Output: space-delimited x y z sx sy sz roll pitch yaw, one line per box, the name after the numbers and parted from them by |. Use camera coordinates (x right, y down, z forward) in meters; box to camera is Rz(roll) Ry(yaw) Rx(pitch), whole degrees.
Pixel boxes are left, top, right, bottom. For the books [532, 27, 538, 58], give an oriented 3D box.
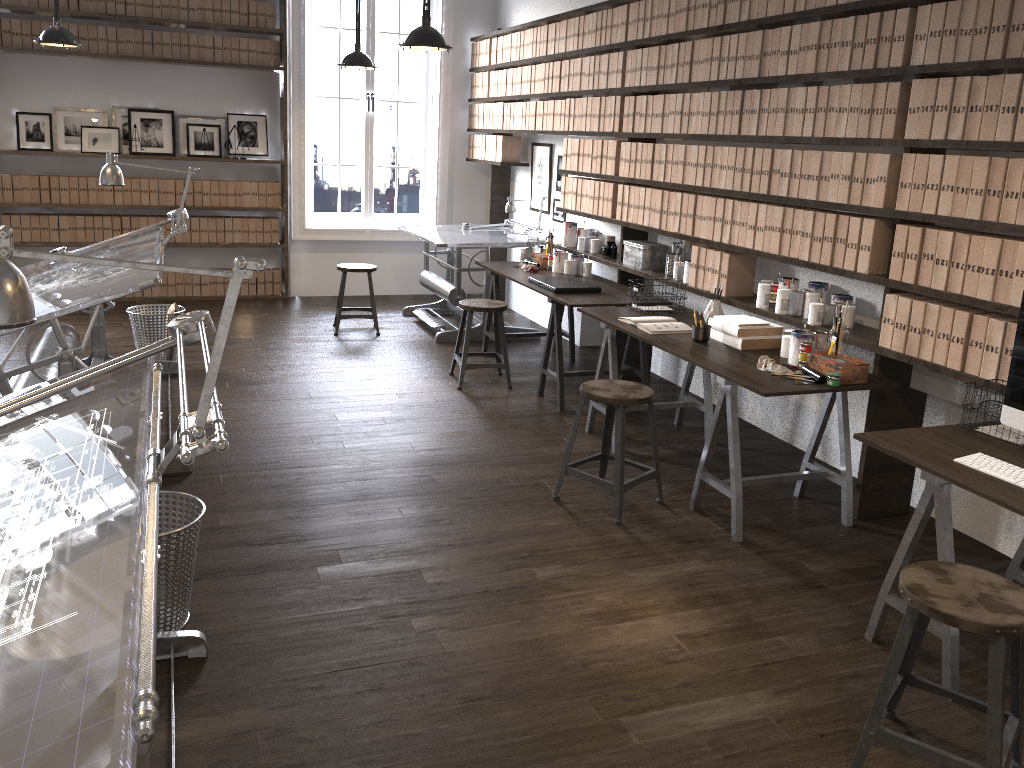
0.256 -2.641 6.871 0.174 0.223 0.067 -3 14 -21 | books

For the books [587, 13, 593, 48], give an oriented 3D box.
0.603 -2.379 5.991 0.174 0.223 0.067 -3 14 -21 | books

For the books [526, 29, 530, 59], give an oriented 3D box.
0.208 -2.680 7.004 0.174 0.223 0.067 -3 14 -21 | books

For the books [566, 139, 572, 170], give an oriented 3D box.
0.488 -1.644 6.363 0.174 0.223 0.067 -3 14 -21 | books

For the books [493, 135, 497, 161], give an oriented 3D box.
-0.073 -2.068 7.792 0.174 0.223 0.067 -3 14 -21 | books

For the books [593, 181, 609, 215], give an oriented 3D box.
0.646 -1.251 5.975 0.174 0.223 0.067 -3 14 -21 | books

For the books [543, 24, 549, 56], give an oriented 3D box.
0.329 -2.586 6.687 0.174 0.223 0.067 -3 14 -21 | books

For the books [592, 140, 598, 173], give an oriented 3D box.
0.637 -1.534 5.992 0.174 0.223 0.067 -3 14 -21 | books

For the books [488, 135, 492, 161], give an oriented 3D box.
-0.116 -2.103 7.911 0.174 0.223 0.067 -3 14 -21 | books

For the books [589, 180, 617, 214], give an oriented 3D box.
0.621 -1.271 6.040 0.174 0.223 0.067 -3 14 -21 | books

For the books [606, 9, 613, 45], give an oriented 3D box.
0.705 -2.303 5.735 0.174 0.223 0.067 -3 14 -21 | books

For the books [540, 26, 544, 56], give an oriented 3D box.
0.308 -2.606 6.757 0.174 0.223 0.067 -3 14 -21 | books

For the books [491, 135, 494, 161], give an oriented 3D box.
-0.092 -2.087 7.854 0.174 0.223 0.067 -3 14 -21 | books

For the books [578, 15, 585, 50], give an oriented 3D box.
0.556 -2.417 6.119 0.174 0.223 0.067 -3 14 -21 | books

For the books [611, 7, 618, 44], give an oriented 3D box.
0.732 -2.285 5.672 0.174 0.223 0.067 -3 14 -21 | books

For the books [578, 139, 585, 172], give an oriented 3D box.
0.561 -1.591 6.185 0.174 0.223 0.067 -3 14 -21 | books

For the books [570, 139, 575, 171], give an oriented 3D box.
0.512 -1.628 6.307 0.174 0.223 0.067 -3 14 -21 | books

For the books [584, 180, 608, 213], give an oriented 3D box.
0.598 -1.290 6.108 0.174 0.223 0.067 -3 14 -21 | books

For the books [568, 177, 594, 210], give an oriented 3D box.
0.498 -1.366 6.364 0.174 0.223 0.067 -3 14 -21 | books

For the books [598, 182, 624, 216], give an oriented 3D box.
0.673 -1.234 5.919 0.174 0.223 0.067 -3 14 -21 | books

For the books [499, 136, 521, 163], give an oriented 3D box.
-0.018 -2.031 7.667 0.174 0.223 0.067 -3 14 -21 | books

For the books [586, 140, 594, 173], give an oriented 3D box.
0.607 -1.553 6.055 0.174 0.223 0.067 -3 14 -21 | books

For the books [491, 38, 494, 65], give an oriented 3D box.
-0.087 -2.907 7.769 0.174 0.223 0.067 -3 14 -21 | books

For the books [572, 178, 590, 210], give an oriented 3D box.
0.522 -1.347 6.297 0.174 0.223 0.067 -3 14 -21 | books

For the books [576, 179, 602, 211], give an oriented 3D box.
0.550 -1.328 6.235 0.174 0.223 0.067 -3 14 -21 | books

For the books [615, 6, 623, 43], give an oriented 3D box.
0.753 -2.266 5.608 0.174 0.223 0.067 -3 14 -21 | books

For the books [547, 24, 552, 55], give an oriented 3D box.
0.361 -2.566 6.621 0.174 0.223 0.067 -3 14 -21 | books

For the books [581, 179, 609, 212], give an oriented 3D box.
0.577 -1.309 6.172 0.174 0.223 0.067 -3 14 -21 | books

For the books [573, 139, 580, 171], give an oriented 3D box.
0.532 -1.609 6.244 0.174 0.223 0.067 -3 14 -21 | books

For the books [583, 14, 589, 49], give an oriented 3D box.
0.582 -2.398 6.056 0.174 0.223 0.067 -3 14 -21 | books

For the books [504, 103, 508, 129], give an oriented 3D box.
0.025 -2.267 7.525 0.174 0.223 0.067 -3 14 -21 | books

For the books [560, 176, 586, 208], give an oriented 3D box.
0.449 -1.401 6.481 0.174 0.223 0.067 -3 14 -21 | books

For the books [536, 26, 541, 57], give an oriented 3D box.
0.283 -2.624 6.815 0.174 0.223 0.067 -3 14 -21 | books

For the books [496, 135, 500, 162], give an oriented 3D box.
-0.041 -2.050 7.731 0.174 0.223 0.067 -3 14 -21 | books

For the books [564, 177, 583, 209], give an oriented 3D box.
0.477 -1.383 6.422 0.174 0.223 0.067 -3 14 -21 | books

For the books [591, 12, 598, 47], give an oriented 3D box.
0.626 -2.360 5.924 0.174 0.223 0.067 -3 14 -21 | books

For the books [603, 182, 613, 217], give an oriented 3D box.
0.698 -1.217 5.860 0.174 0.223 0.067 -3 14 -21 | books

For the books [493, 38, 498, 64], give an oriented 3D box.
-0.066 -2.886 7.700 0.174 0.223 0.067 -3 14 -21 | books

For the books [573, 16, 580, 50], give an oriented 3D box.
0.527 -2.436 6.181 0.174 0.223 0.067 -3 14 -21 | books

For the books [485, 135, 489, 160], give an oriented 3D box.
-0.143 -2.123 7.976 0.174 0.223 0.067 -3 14 -21 | books

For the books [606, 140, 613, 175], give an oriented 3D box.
0.714 -1.473 5.787 0.174 0.223 0.067 -3 14 -21 | books

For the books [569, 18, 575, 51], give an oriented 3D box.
0.503 -2.455 6.248 0.174 0.223 0.067 -3 14 -21 | books

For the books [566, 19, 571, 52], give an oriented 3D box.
0.482 -2.473 6.305 0.174 0.223 0.067 -3 14 -21 | books

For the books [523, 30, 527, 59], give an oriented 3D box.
0.187 -2.699 7.069 0.174 0.223 0.067 -3 14 -21 | books

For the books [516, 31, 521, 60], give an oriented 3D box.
0.132 -2.736 7.194 0.174 0.223 0.067 -3 14 -21 | books

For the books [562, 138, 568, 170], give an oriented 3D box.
0.461 -1.664 6.428 0.174 0.223 0.067 -3 14 -21 | books

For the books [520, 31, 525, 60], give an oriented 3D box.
0.160 -2.717 7.131 0.174 0.223 0.067 -3 14 -21 | books

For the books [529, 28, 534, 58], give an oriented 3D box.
0.231 -2.660 6.937 0.174 0.223 0.067 -3 14 -21 | books

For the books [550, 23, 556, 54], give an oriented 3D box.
0.382 -2.547 6.555 0.174 0.223 0.067 -3 14 -21 | books

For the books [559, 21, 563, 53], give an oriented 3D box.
0.436 -2.509 6.428 0.174 0.223 0.067 -3 14 -21 | books

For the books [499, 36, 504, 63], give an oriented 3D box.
-0.013 -2.847 7.568 0.174 0.223 0.067 -3 14 -21 | books

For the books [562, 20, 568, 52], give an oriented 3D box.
0.454 -2.490 6.364 0.174 0.223 0.067 -3 14 -21 | books

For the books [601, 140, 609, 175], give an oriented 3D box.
0.690 -1.494 5.856 0.174 0.223 0.067 -3 14 -21 | books

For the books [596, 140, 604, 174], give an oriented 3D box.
0.658 -1.514 5.922 0.174 0.223 0.067 -3 14 -21 | books

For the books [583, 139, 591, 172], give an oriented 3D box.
0.586 -1.572 6.121 0.174 0.223 0.067 -3 14 -21 | books

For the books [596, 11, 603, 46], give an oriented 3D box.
0.651 -2.340 5.859 0.174 0.223 0.067 -3 14 -21 | books

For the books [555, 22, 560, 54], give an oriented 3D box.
0.411 -2.528 6.492 0.174 0.223 0.067 -3 14 -21 | books

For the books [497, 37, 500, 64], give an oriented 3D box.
-0.034 -2.866 7.634 0.174 0.223 0.067 -3 14 -21 | books

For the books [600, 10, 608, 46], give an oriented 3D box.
0.678 -2.323 5.803 0.174 0.223 0.067 -3 14 -21 | books
